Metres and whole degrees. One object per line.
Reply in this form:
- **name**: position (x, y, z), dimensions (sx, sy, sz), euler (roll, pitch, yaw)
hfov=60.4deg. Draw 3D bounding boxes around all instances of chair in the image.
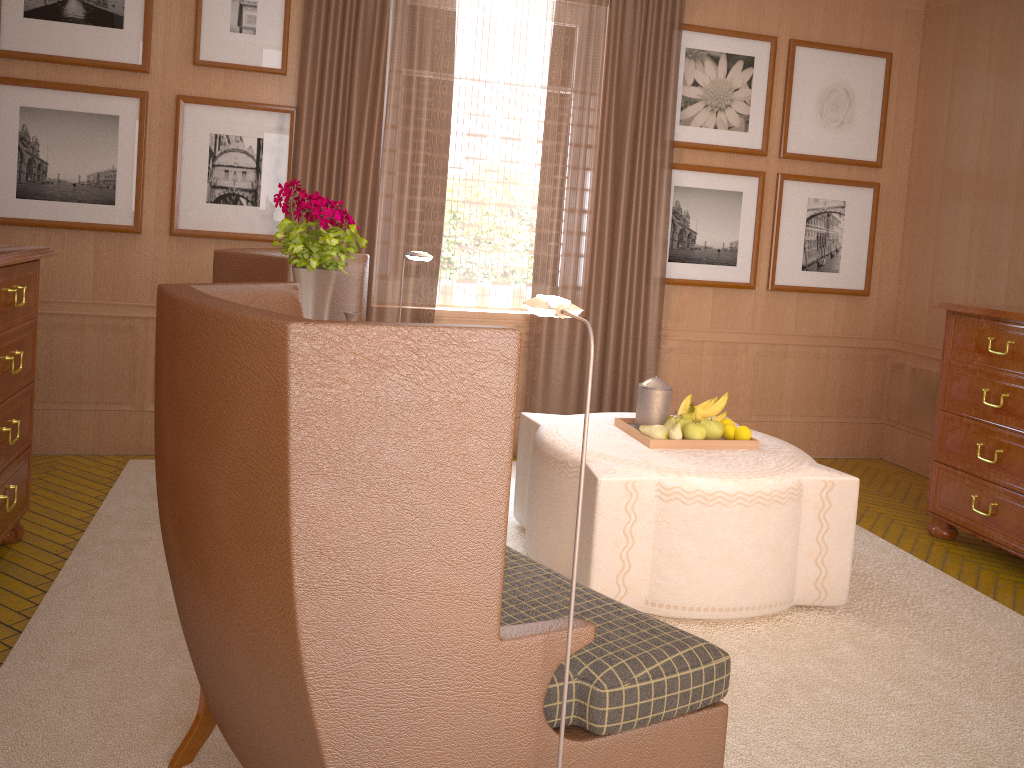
- **chair**: position (-0.430, 0.659, 3.404), dimensions (1.720, 1.959, 1.931), euler (-1, 8, -40)
- **chair**: position (-1.263, 0.036, 6.560), dimensions (1.723, 1.959, 1.928), euler (5, 7, 10)

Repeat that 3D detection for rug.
- **rug**: position (0.522, 1.506, 4.663), dimensions (5.985, 0.020, 8.073), euler (2, 10, -15)

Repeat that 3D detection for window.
- **window**: position (-0.280, -2.390, 8.947), dimensions (2.429, 3.355, 0.855), euler (3, 4, -15)

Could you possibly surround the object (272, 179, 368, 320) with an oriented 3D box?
- **object**: position (-1.097, -0.600, 4.965), dimensions (0.524, 1.081, 0.461), euler (3, 4, -16)

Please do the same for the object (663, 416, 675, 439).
- **object**: position (1.064, 0.308, 5.980), dimensions (0.130, 0.195, 0.131), euler (6, 6, 21)

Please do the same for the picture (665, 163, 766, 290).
- **picture**: position (2.021, -1.637, 9.162), dimensions (1.247, 1.241, 0.048), euler (2, 4, -15)

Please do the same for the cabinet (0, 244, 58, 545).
- **cabinet**: position (-3.461, 0.285, 4.468), dimensions (1.414, 1.926, 2.805), euler (3, 8, -15)

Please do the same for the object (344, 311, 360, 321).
- **object**: position (-0.925, -0.231, 5.028), dimensions (0.186, 0.355, 0.187), euler (6, 5, 18)

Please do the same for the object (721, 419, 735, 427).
- **object**: position (1.529, 0.311, 6.264), dimensions (0.115, 0.132, 0.108), euler (8, 7, 31)

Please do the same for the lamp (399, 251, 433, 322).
- **lamp**: position (-0.850, -0.094, 7.311), dimensions (0.634, 2.012, 0.564), euler (7, 5, 37)

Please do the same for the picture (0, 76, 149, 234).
- **picture**: position (-3.839, -1.965, 7.607), dimensions (1.247, 1.241, 0.048), euler (2, 4, -15)

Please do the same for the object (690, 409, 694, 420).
- **object**: position (1.288, 0.232, 6.330), dimensions (0.062, 0.180, 0.398), euler (5, 9, 14)

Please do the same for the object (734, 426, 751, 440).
- **object**: position (1.583, 0.351, 6.037), dimensions (0.115, 0.132, 0.108), euler (8, 7, 31)

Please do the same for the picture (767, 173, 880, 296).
- **picture**: position (3.379, -1.601, 9.519), dimensions (1.247, 1.241, 0.048), euler (2, 4, -15)

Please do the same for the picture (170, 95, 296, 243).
- **picture**: position (-2.504, -1.929, 7.958), dimensions (1.048, 1.241, 0.048), euler (3, 4, -15)

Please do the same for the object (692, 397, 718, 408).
- **object**: position (1.362, 0.190, 6.303), dimensions (0.065, 0.170, 0.377), euler (8, 9, 41)

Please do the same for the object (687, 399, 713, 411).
- **object**: position (1.344, 0.164, 6.347), dimensions (0.092, 0.127, 0.410), euler (8, 10, 33)

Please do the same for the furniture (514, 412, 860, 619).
- **furniture**: position (1.094, 0.816, 6.163), dimensions (1.947, 0.892, 1.979), euler (1, 9, -18)

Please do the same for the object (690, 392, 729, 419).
- **object**: position (1.421, 0.156, 6.262), dimensions (0.404, 0.168, 0.071), euler (-3, 8, -38)

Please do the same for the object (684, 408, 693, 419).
- **object**: position (1.224, 0.228, 6.326), dimensions (0.071, 0.184, 0.397), euler (4, 9, -1)

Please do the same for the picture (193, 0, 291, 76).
- **picture**: position (-2.404, -3.291, 7.881), dimensions (0.803, 0.951, 0.048), euler (3, 4, -15)

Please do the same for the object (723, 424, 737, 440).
- **object**: position (1.519, 0.339, 6.109), dimensions (0.111, 0.109, 0.135), euler (3, 7, -12)

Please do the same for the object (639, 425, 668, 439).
- **object**: position (0.945, 0.333, 5.862), dimensions (0.194, 0.127, 0.134), euler (5, 7, 5)

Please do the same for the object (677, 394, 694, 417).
- **object**: position (1.243, 0.177, 6.325), dimensions (0.104, 0.157, 0.380), euler (5, 9, 8)

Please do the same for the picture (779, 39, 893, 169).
- **picture**: position (3.481, -2.993, 9.441), dimensions (1.247, 1.241, 0.048), euler (2, 4, -15)

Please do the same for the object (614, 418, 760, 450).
- **object**: position (1.207, 0.343, 6.160), dimensions (0.799, 0.059, 0.648), euler (2, 10, -15)

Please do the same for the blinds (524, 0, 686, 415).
- **blinds**: position (0.913, -1.603, 8.765), dimensions (1.445, 4.756, 0.269), euler (3, 3, -16)

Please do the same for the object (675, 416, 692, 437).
- **object**: position (1.174, 0.297, 6.095), dimensions (0.155, 0.134, 0.161), euler (3, 7, -11)

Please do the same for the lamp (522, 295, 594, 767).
- **lamp**: position (0.079, 0.726, 3.079), dimensions (0.563, 2.017, 0.635), euler (1, 5, -44)

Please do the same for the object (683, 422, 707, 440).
- **object**: position (1.232, 0.330, 5.934), dimensions (0.155, 0.134, 0.161), euler (3, 7, -11)

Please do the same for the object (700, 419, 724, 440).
- **object**: position (1.362, 0.318, 6.032), dimensions (0.170, 0.146, 0.173), euler (9, 8, 31)

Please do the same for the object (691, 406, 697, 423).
- **object**: position (1.375, 0.239, 6.290), dimensions (0.062, 0.198, 0.386), euler (7, 9, 40)

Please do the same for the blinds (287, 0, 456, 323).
- **blinds**: position (-1.331, -1.657, 8.172), dimensions (1.426, 4.767, 0.269), euler (3, 3, -14)

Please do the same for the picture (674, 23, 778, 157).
- **picture**: position (2.124, -3.029, 9.084), dimensions (1.247, 1.241, 0.048), euler (2, 4, -15)

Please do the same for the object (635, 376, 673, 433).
- **object**: position (0.995, 0.138, 6.167), dimensions (0.236, 0.389, 0.234), euler (9, 7, 42)

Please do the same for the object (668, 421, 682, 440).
- **object**: position (1.089, 0.316, 5.864), dimensions (0.098, 0.147, 0.098), euler (6, 6, 21)

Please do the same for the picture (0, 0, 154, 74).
- **picture**: position (-3.736, -3.357, 7.528), dimensions (1.247, 1.241, 0.048), euler (2, 4, -15)

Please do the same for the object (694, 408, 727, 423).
- **object**: position (1.421, 0.235, 6.255), dimensions (0.397, 0.171, 0.073), euler (-3, 8, -39)

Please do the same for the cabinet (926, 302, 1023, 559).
- **cabinet**: position (4.440, 0.556, 6.203), dimensions (1.414, 1.926, 2.805), euler (3, 8, -15)
